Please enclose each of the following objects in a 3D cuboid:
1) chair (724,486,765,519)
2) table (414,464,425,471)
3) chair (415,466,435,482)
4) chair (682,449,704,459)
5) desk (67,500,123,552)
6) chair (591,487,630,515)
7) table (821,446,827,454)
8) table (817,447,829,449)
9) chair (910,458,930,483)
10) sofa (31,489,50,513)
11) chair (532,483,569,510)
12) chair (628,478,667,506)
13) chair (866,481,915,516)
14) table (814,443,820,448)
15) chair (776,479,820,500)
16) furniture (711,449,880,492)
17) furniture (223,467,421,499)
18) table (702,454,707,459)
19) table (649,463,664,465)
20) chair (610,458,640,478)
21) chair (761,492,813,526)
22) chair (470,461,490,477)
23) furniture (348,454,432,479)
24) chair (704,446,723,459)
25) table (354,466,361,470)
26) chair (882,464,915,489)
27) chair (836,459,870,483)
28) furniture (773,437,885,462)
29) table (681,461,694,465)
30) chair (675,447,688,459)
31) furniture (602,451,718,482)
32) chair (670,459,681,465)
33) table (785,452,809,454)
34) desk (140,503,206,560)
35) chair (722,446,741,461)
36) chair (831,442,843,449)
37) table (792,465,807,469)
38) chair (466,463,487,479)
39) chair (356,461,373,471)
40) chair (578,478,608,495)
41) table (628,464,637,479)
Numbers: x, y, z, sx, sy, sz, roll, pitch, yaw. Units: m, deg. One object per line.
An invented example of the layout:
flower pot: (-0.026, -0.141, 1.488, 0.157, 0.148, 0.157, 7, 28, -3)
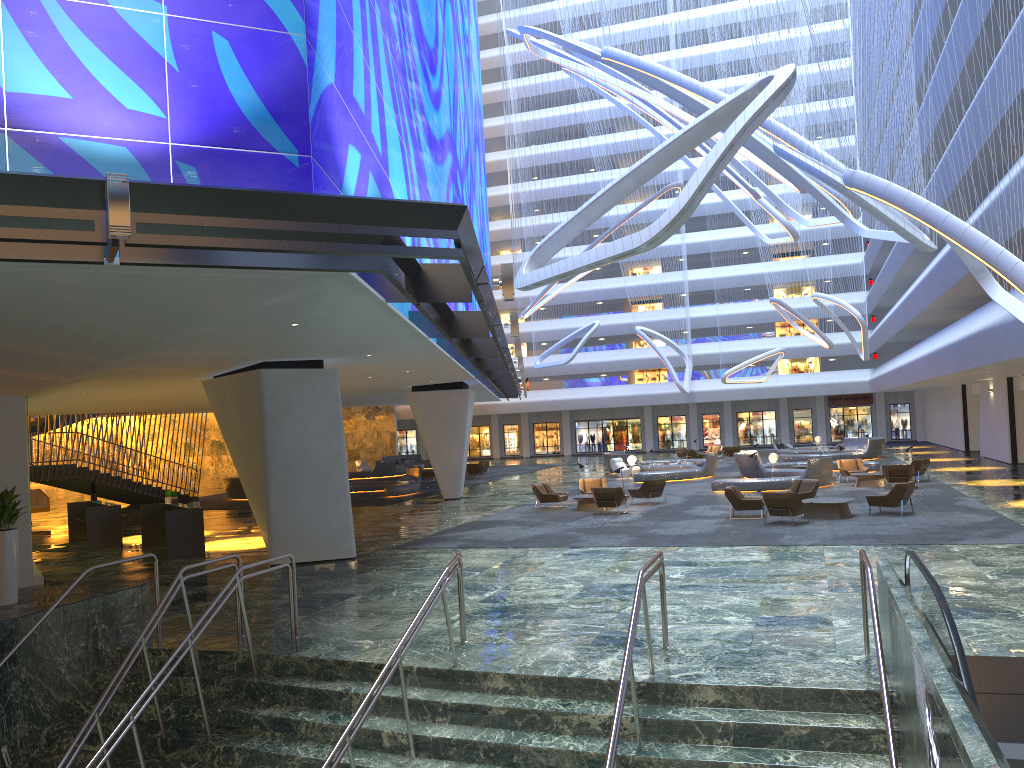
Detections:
chair: (5.787, 2.926, 21.960, 0.939, 0.766, 0.929, -4, -2, 20)
table: (-5.842, 5.266, 55.755, 0.670, 0.406, 0.674, -2, -2, -27)
chair: (-4.351, 4.490, 44.428, 0.938, 0.766, 0.930, -3, -2, -11)
chair: (9.777, 3.902, 47.977, 0.938, 0.766, 0.931, -2, -2, -30)
desk: (-11.143, 3.738, 23.619, 0.813, 1.096, 2.981, -2, -2, -35)
chair: (2.705, 3.205, 24.501, 0.930, 0.766, 0.939, -4, -2, 24)
table: (16.080, 3.536, 45.810, 0.418, 0.595, 0.428, -3, -1, 15)
table: (17.209, 3.734, 49.010, 0.671, 0.406, 0.673, -4, -2, 15)
chair: (13.324, 2.869, 29.476, 0.929, 0.766, 0.940, -2, -2, -38)
sofa: (-18.238, 4.419, 31.159, 1.063, 1.179, 3.415, -5, -3, 44)
chair: (1.162, 3.395, 26.864, 0.939, 0.766, 0.929, -4, -2, 27)
chair: (4.098, 3.228, 26.621, 0.929, 0.766, 0.940, -2, -2, -38)
chair: (9.003, 2.713, 21.033, 0.940, 0.766, 0.929, -5, -2, 43)
table: (17.389, 3.676, 50.399, 0.417, 0.595, 0.428, -2, -1, -28)
chair: (7.437, 2.887, 23.025, 0.938, 0.766, 0.930, -2, -2, -20)
furniture: (10.038, 3.066, 32.869, 5.191, 0.969, 9.924, -5, -3, 35)
furniture: (-8.229, 4.271, 38.051, 9.938, 0.969, 5.184, -5, -3, 35)
table: (10.383, 4.113, 49.335, 1.202, 0.392, 1.205, -1, -3, -36)
table: (6.888, 3.972, 42.213, 0.674, 0.406, 0.671, -5, -3, 38)
chair: (4.988, 3.689, 38.999, 1.158, 0.881, 0.728, -4, -2, 38)
chair: (6.275, 2.825, 20.314, 0.938, 0.766, 0.930, -1, -3, -45)
chair: (-1.690, 4.442, 46.463, 0.938, 0.766, 0.931, -2, -2, -33)
furniture: (-7.112, 4.937, 53.931, 5.191, 0.969, 9.924, -5, -3, 35)
chair: (11.590, 3.935, 50.794, 0.930, 0.766, 0.938, -4, -2, 37)
table: (-9.165, 5.192, 52.735, 0.418, 0.595, 0.427, -3, -1, 17)
chair: (11.932, 2.846, 27.357, 0.930, 0.766, 0.939, -4, -2, 24)
chair: (11.794, 3.006, 30.705, 0.929, 0.766, 0.939, -3, -2, 2)
furniture: (16.490, 3.347, 46.568, 5.188, 0.969, 9.931, -4, -3, 15)
table: (8.388, 3.883, 42.007, 0.673, 0.406, 0.672, -2, -2, -20)
chair: (9.875, 4.026, 50.799, 0.929, 0.766, 0.940, -2, -2, -28)
furniture: (6.527, 3.578, 40.023, 5.187, 0.969, 9.932, -3, -3, 10)
chair: (7.337, 3.913, 42.480, 1.784, 0.501, 0.586, -2, -2, -18)
table: (14.569, 3.705, 45.274, 1.204, 0.392, 1.203, -4, -3, 19)
desk: (-8.140, 3.466, 21.163, 0.813, 1.096, 2.981, -2, -2, -33)
chair: (12.134, 3.820, 48.907, 0.929, 0.766, 0.939, -3, -2, -3)
chair: (17.655, 3.456, 47.365, 0.929, 0.766, 0.940, -2, -2, -38)
table: (11.522, 3.373, 34.464, 1.204, 0.392, 1.203, -4, -3, 19)
chair: (-1.819, 4.359, 44.503, 0.930, 0.766, 0.939, -4, -2, 17)
chair: (-8.923, 5.096, 53.640, 0.728, 0.881, 1.158, -2, -2, -27)
chair: (2.568, 3.366, 27.849, 0.929, 0.766, 0.939, -3, -2, 2)
table: (5.151, 3.762, 38.074, 0.418, 0.595, 0.428, -3, -1, -8)
